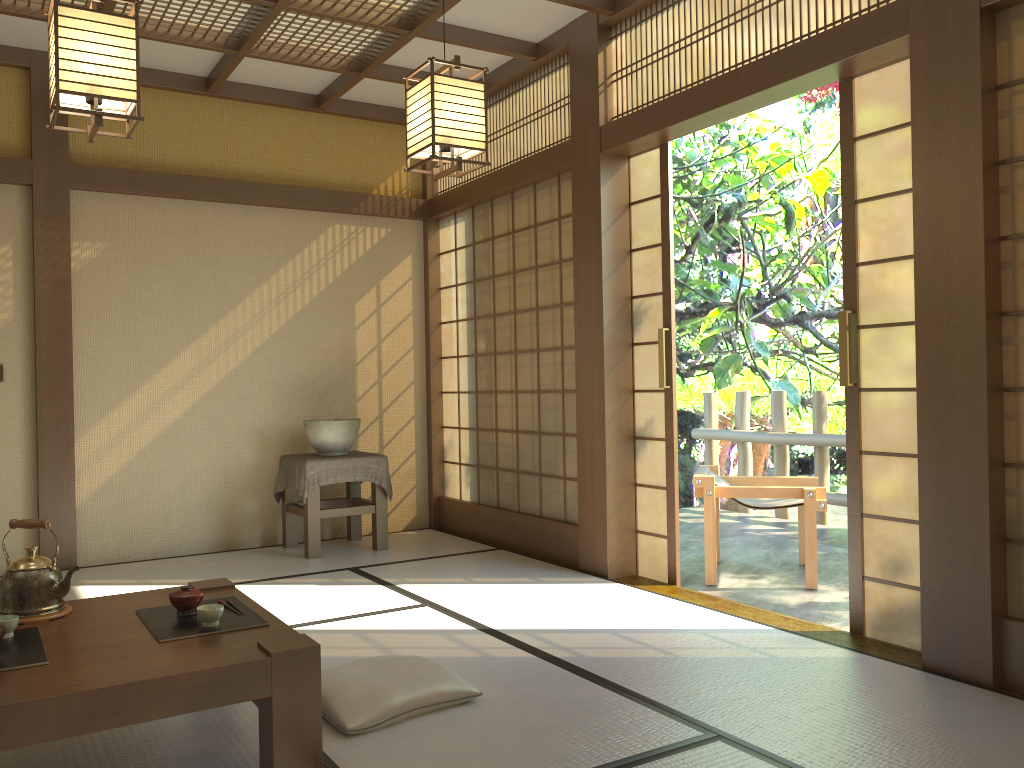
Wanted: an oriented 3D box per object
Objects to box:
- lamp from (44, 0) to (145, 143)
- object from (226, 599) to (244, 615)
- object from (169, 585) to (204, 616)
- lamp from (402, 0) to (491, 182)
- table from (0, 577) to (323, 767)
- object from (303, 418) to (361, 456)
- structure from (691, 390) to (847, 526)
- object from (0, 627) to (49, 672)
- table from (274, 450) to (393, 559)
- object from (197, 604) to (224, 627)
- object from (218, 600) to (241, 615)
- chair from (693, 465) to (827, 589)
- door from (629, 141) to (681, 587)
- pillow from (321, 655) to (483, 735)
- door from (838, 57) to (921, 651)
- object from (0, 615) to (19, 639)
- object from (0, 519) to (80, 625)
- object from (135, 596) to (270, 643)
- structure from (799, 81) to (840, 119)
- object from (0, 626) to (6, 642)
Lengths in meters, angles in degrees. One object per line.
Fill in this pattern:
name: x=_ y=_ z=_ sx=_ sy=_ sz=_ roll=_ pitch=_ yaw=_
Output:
lamp: x=-1.240 y=-1.299 z=2.612 sx=0.240 sy=1.129 sz=0.240 roll=-1 pitch=0 yaw=-32
object: x=-0.853 y=0.686 z=2.736 sx=0.008 sy=0.008 sz=0.200 roll=-1 pitch=0 yaw=-31
object: x=-0.979 y=0.650 z=2.668 sx=0.100 sy=0.080 sz=0.100 roll=-1 pitch=0 yaw=-32
lamp: x=-0.247 y=-1.318 z=3.222 sx=0.240 sy=1.129 sz=0.240 roll=-1 pitch=0 yaw=-32
table: x=-1.183 y=0.869 z=2.480 sx=1.000 sy=0.350 sz=1.000 roll=-1 pitch=0 yaw=-32
object: x=-1.140 y=0.339 z=5.638 sx=0.358 sy=0.230 sz=0.357 roll=-1 pitch=0 yaw=28
structure: x=3.654 y=0.590 z=4.815 sx=0.245 sy=1.136 sz=7.456 roll=-1 pitch=0 yaw=-31
object: x=-1.394 y=0.704 z=2.316 sx=0.300 sy=0.007 sz=0.400 roll=-1 pitch=0 yaw=-32
table: x=-1.139 y=0.747 z=5.648 sx=0.629 sy=0.595 sz=0.633 roll=-1 pitch=0 yaw=-32
object: x=-0.864 y=0.664 z=2.539 sx=0.073 sy=0.052 sz=0.074 roll=-1 pitch=0 yaw=12
object: x=-0.869 y=0.687 z=2.727 sx=0.008 sy=0.008 sz=0.200 roll=-1 pitch=0 yaw=-35
chair: x=1.430 y=0.797 z=5.134 sx=0.704 sy=0.598 sz=0.698 roll=-1 pitch=0 yaw=15
door: x=0.304 y=-0.079 z=5.269 sx=0.073 sy=2.380 sz=1.894 roll=-1 pitch=0 yaw=-32
pillow: x=-0.437 y=0.993 z=2.908 sx=0.486 sy=0.107 sz=0.496 roll=-1 pitch=0 yaw=-38
door: x=1.832 y=-0.111 z=2.779 sx=0.073 sy=2.380 sz=1.894 roll=-1 pitch=0 yaw=-32
object: x=-1.409 y=0.675 z=2.458 sx=0.073 sy=0.052 sz=0.074 roll=-1 pitch=0 yaw=12
object: x=-1.468 y=0.561 z=2.715 sx=0.226 sy=0.296 sz=0.219 roll=-1 pitch=0 yaw=-37
object: x=-0.929 y=0.695 z=2.642 sx=0.300 sy=0.007 sz=0.400 roll=-1 pitch=0 yaw=-32
structure: x=3.919 y=-0.806 z=5.926 sx=3.045 sy=4.004 sz=3.412 roll=-1 pitch=0 yaw=1
object: x=-1.364 y=0.657 z=2.288 sx=0.100 sy=0.080 sz=0.100 roll=-1 pitch=0 yaw=-32
